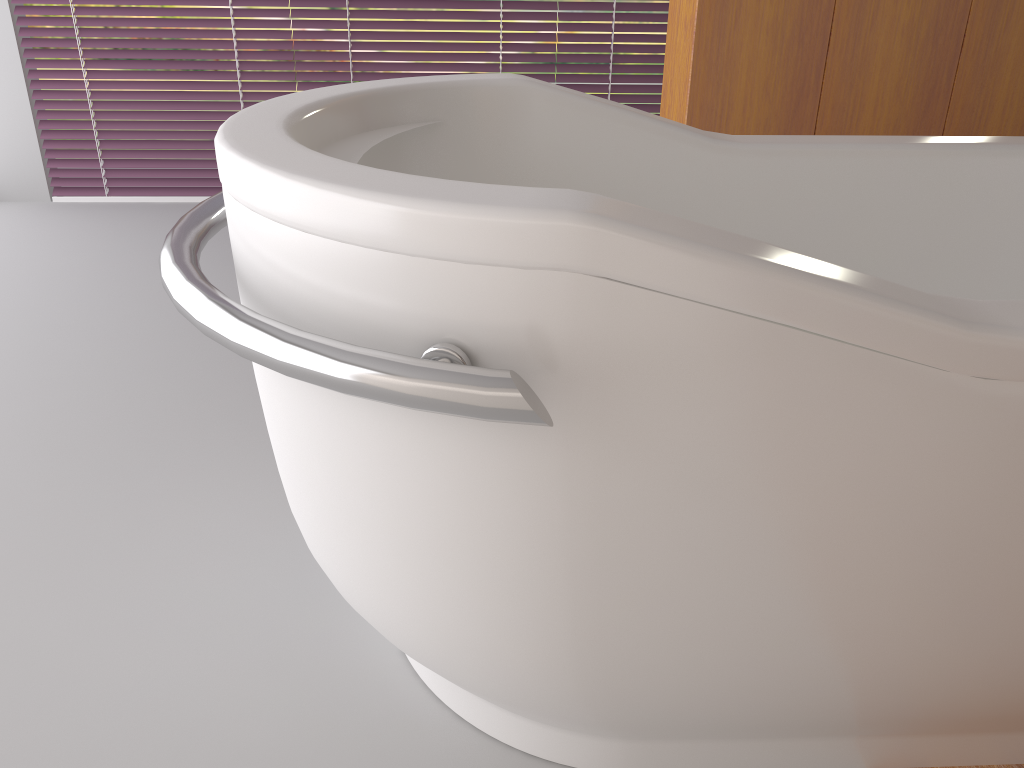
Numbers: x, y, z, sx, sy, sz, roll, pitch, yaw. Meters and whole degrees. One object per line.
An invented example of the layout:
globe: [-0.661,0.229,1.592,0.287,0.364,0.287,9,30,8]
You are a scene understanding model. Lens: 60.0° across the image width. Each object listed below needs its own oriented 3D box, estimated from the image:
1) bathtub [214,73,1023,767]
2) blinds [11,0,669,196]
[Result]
bathtub: [0.598,-0.107,1.186,1.874,0.900,0.888,-1,26,-3]
blinds: [0.639,-1.648,3.032,4.712,2.022,0.032,-1,26,-3]
